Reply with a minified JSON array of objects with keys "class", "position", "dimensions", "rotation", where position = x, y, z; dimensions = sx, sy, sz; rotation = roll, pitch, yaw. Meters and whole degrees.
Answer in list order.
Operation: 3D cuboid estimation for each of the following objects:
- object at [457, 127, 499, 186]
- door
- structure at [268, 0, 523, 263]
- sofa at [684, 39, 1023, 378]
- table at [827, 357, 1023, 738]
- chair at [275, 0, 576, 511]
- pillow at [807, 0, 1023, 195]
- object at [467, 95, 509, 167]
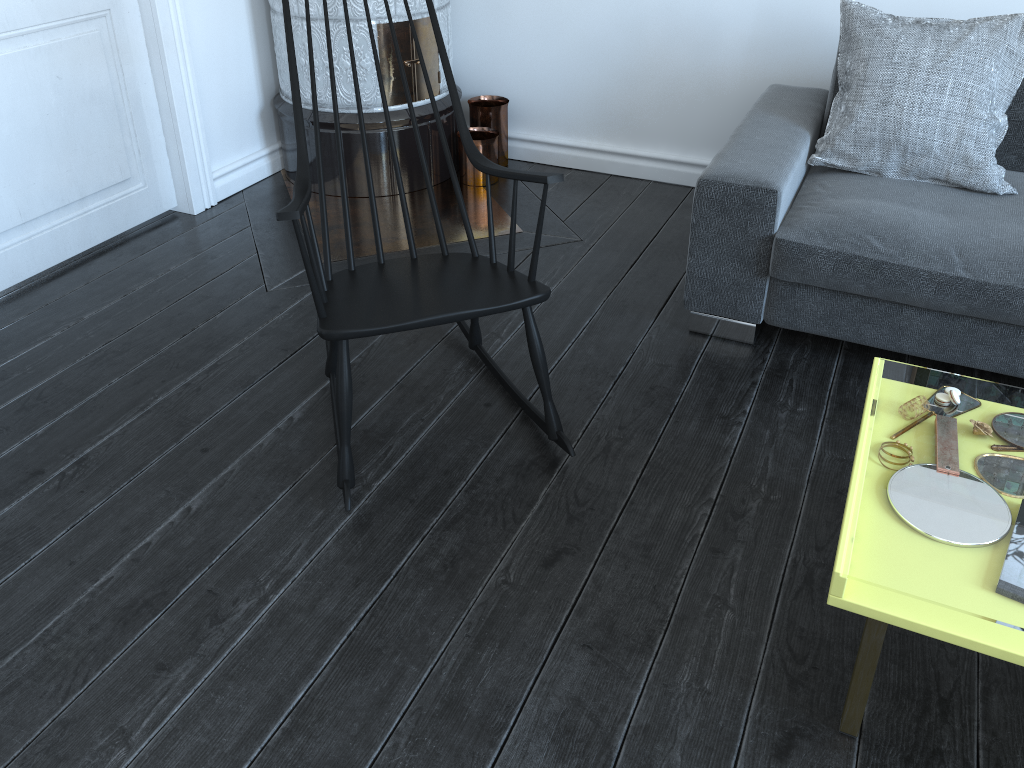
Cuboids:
[{"class":"object","position":[-0.136,-0.927,3.596],"dimensions":[0.175,0.189,0.180],"rotation":[8,32,13]},{"class":"door","position":[-1.451,-1.443,2.410],"dimensions":[0.117,2.353,1.219],"rotation":[12,32,21]},{"class":"structure","position":[-0.519,-2.018,2.934],"dimensions":[0.783,2.747,1.327],"rotation":[-10,31,-17]},{"class":"sofa","position":[1.767,-0.427,2.334],"dimensions":[2.394,0.689,1.130],"rotation":[14,35,22]},{"class":"table","position":[1.205,0.434,1.279],"dimensions":[1.413,0.380,0.626],"rotation":[14,35,22]},{"class":"chair","position":[-0.258,-0.411,2.083],"dimensions":[0.616,0.955,0.947],"rotation":[-10,32,-17]},{"class":"pillow","position":[1.870,-0.663,2.286],"dimensions":[2.081,0.468,0.497],"rotation":[17,35,26]},{"class":"object","position":[-0.098,-1.063,3.737],"dimensions":[0.174,0.267,0.183],"rotation":[13,33,22]}]
